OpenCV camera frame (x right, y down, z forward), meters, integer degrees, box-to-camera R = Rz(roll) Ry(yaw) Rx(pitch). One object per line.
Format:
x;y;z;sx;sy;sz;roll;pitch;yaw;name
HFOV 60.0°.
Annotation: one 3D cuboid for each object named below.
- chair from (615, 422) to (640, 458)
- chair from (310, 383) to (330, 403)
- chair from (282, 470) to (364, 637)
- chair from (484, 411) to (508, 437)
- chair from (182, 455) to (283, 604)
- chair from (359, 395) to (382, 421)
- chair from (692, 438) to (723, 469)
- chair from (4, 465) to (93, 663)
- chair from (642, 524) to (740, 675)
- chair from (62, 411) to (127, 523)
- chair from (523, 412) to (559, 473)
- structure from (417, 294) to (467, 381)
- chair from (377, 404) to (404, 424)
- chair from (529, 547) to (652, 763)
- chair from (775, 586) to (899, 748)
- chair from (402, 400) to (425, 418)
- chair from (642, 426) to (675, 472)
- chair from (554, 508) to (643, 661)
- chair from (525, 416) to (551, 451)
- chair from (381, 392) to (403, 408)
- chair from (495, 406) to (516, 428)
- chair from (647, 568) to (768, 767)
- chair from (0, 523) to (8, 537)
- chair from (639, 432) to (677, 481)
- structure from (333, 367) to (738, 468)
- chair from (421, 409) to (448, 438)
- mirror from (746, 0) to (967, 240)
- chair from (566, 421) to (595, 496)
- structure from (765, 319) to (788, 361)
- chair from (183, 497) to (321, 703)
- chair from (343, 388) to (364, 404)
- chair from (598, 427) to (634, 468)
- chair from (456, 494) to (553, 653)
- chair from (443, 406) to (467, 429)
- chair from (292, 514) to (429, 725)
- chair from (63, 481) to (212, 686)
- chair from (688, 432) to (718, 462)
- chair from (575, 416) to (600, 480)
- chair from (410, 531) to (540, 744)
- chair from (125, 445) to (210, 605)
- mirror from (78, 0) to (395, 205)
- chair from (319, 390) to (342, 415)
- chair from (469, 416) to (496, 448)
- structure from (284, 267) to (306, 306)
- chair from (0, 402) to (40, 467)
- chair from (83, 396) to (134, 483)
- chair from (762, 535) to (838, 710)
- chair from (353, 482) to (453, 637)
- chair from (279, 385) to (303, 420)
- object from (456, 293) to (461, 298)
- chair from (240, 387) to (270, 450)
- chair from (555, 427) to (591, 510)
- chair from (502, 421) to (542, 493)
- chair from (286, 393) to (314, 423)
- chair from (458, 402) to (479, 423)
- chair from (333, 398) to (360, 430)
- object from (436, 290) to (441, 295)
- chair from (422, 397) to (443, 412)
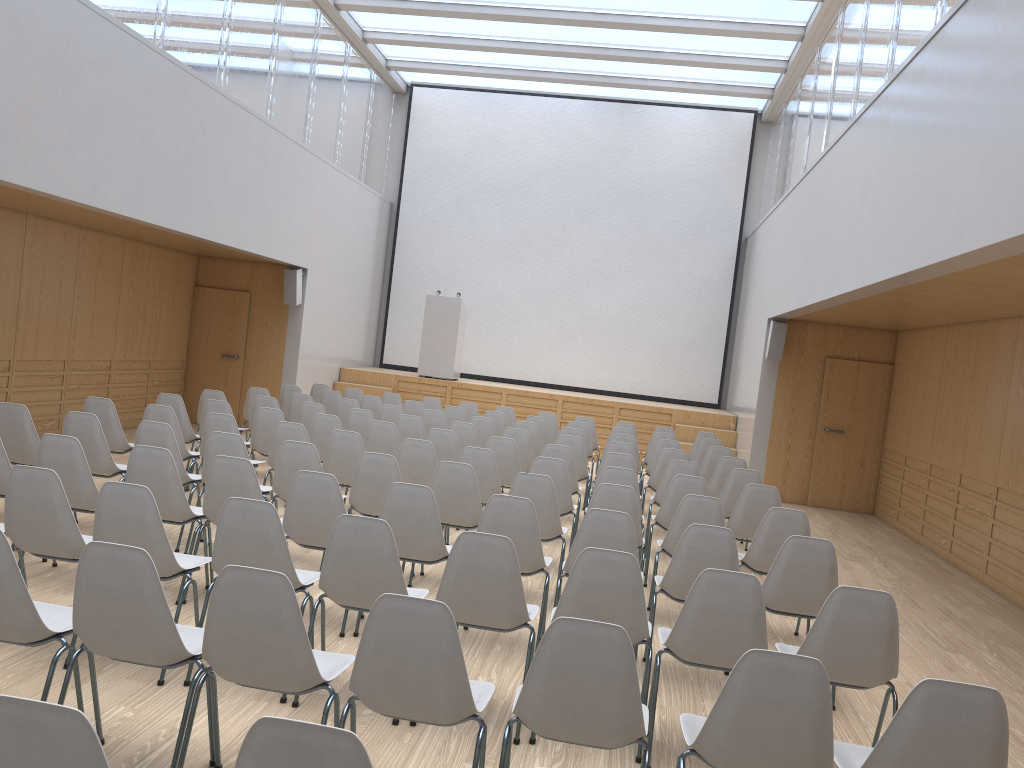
1.471;0.926;11.811;0.479;0.876;0.505;7;2;8;chair
-2.618;0.426;12.358;0.479;0.876;0.505;7;2;8;chair
-1.063;0.898;5.008;0.479;0.876;0.505;7;2;8;chair
-0.218;0.759;11.029;0.479;0.876;0.505;7;2;8;chair
-1.565;0.832;5.186;0.479;0.876;0.505;7;2;8;chair
-1.746;0.574;11.192;0.479;0.876;0.505;7;2;8;chair
2.329;1.072;10.647;0.479;0.876;0.505;7;2;8;chair
-2.160;0.800;4.247;0.479;0.876;0.505;7;2;8;chair
0.997;1.148;4.774;0.479;0.876;0.505;7;2;8;chair
-2.967;0.622;6.353;0.479;0.876;0.505;7;2;8;chair
0.450;0.802;11.907;0.479;0.876;0.505;7;2;8;chair
-1.164;-0.776;15.004;0.605;1.379;0.605;7;2;8;structure
-1.353;0.661;10.152;0.479;0.876;0.505;7;2;8;chair
0.386;1.111;3.916;0.479;0.876;0.505;7;2;8;chair
1.373;1.232;3.756;0.479;0.876;0.505;7;2;8;chair
-1.224;0.635;11.181;0.479;0.876;0.505;7;2;8;chair
1.972;0.986;11.773;0.479;0.876;0.505;7;2;8;chair
0.492;1.085;4.882;0.479;0.876;0.505;7;2;8;chair
0.283;0.819;10.990;0.479;0.876;0.505;7;2;8;chair
-1.629;0.548;12.185;0.479;0.876;0.505;7;2;8;chair
-0.107;0.734;12.002;0.479;0.876;0.505;7;2;8;chair
0.853;1.171;3.785;0.479;0.876;0.505;7;2;8;chair
-2.716;0.733;4.303;0.479;0.876;0.505;7;2;8;chair
1.808;1.006;10.776;0.479;0.876;0.505;7;2;8;chair
0.369;0.614;15.053;6.551;1.027;2.728;7;2;8;structure
-0.883;0.718;10.109;0.479;0.876;0.505;7;2;8;chair
3.214;-3.386;6.936;0.253;2.090;17.826;7;2;8;mirror
0.780;0.881;10.895;0.479;0.876;0.505;7;2;8;chair
3.538;-0.588;11.879;0.196;0.542;0.368;7;2;8;structure
-1.144;0.925;4.092;0.479;0.876;0.505;7;2;8;chair
-2.144;0.487;12.212;0.479;0.876;0.505;7;2;8;chair
1.298;0.946;10.785;0.479;0.876;0.505;7;2;8;chair
-0.018;1.022;4.969;0.479;0.876;0.505;7;2;8;chair
-0.716;0.700;11.054;0.479;0.876;0.505;7;2;8;chair
-0.642;0.987;4.006;0.479;0.876;0.505;7;2;8;chair
-1.693;0.859;4.125;0.479;0.876;0.505;7;2;8;chair
2.503;1.052;11.673;0.479;0.876;0.505;7;2;8;chair
0.946;0.861;11.900;0.479;0.876;0.505;7;2;8;chair
-0.125;1.049;3.956;0.479;0.876;0.505;7;2;8;chair
-2.028;0.777;5.219;0.479;0.876;0.505;7;2;8;chair
-3.469;-4.202;7.828;0.253;2.090;17.826;7;2;8;mirror
-2.259;0.509;11.301;0.479;0.876;0.505;7;2;8;chair
-0.342;0.787;9.954;0.479;0.876;0.505;7;2;8;chair
-3.146;-1.405;12.772;0.196;0.542;0.368;7;2;8;structure
-3.474;0.561;6.401;0.479;0.876;0.505;7;2;8;chair
-3.341;0.537;7.412;0.479;0.876;0.505;7;2;8;chair
1.505;1.208;4.775;0.479;0.876;0.505;7;2;8;chair
-0.550;0.959;4.981;0.479;0.876;0.505;7;2;8;chair
-2.776;0.445;11.398;0.479;0.876;0.505;7;2;8;chair
-0.910;-1.389;14.888;0.166;0.305;0.252;6;3;-21;object
-2.909;0.469;10.398;0.479;0.876;0.505;7;2;8;chair
0.636;0.905;9.865;0.479;0.876;0.505;7;2;8;chair
0.141;0.842;9.990;0.479;0.876;0.505;7;2;8;chair
-2.386;0.535;10.269;0.479;0.876;0.505;7;2;8;chair
-0.598;0.672;12.116;0.479;0.876;0.505;7;2;8;chair
-1.867;0.596;10.268;0.479;0.876;0.505;7;2;8;chair
-1.252;-1.431;14.934;0.166;0.305;0.252;6;3;-21;object
-1.093;0.612;12.154;0.479;0.876;0.505;7;2;8;chair
